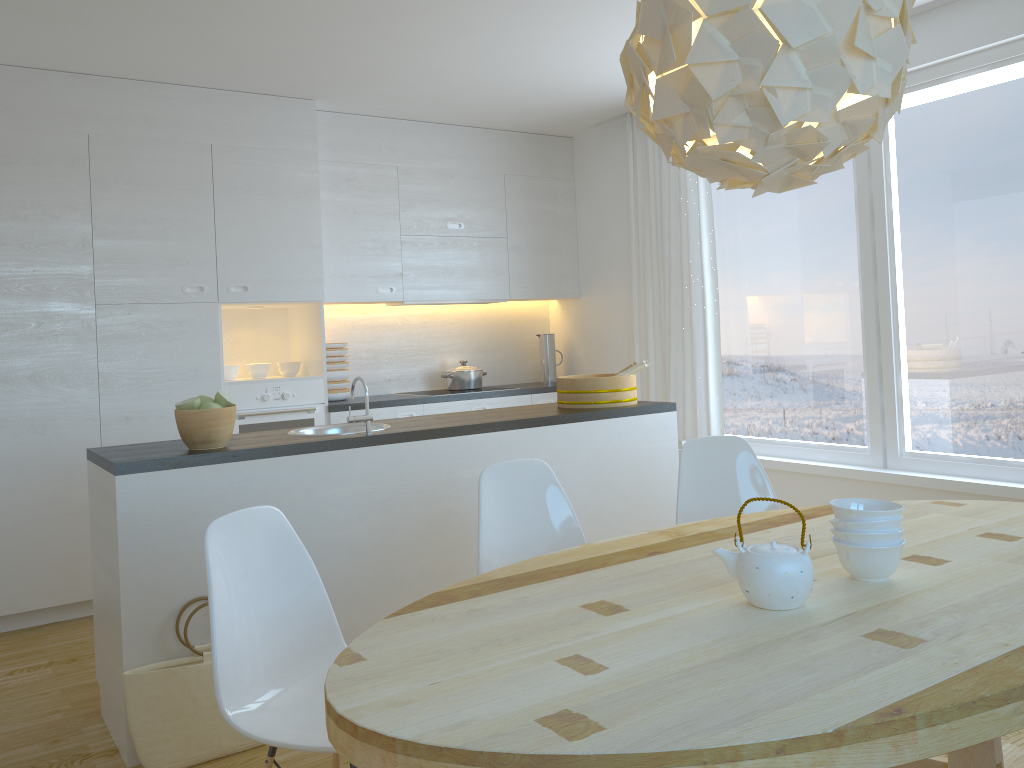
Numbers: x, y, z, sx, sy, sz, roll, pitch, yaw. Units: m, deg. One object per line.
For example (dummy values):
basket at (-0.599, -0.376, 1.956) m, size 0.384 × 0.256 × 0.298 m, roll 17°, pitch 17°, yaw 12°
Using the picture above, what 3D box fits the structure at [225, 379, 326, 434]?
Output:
structure at (-1.294, 0.289, 4.902) m, size 0.561 × 0.596 × 0.049 m, roll -3°, pitch 0°, yaw -33°

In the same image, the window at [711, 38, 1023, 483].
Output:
window at (1.853, -0.540, 4.452) m, size 0.088 × 1.918 × 2.724 m, roll -2°, pitch 1°, yaw -33°

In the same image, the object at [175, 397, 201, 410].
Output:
object at (-1.117, 0.080, 3.052) m, size 0.084 × 0.065 × 0.086 m, roll -3°, pitch 2°, yaw -21°

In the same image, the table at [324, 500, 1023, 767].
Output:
table at (0.666, 0.786, 1.942) m, size 2.193 × 0.725 × 1.192 m, roll -5°, pitch 3°, yaw -35°

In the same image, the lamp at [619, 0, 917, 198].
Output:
lamp at (0.559, -0.990, 2.018) m, size 0.640 × 1.135 × 0.646 m, roll -3°, pitch 0°, yaw -34°

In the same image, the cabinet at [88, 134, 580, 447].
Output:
cabinet at (-0.854, -0.209, 5.481) m, size 3.206 × 2.302 × 0.480 m, roll -4°, pitch 0°, yaw -33°

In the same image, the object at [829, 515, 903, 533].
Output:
object at (0.771, 0.330, 1.926) m, size 0.152 × 0.096 × 0.151 m, roll -3°, pitch 2°, yaw -17°

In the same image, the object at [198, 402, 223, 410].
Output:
object at (-1.040, 0.105, 3.068) m, size 0.081 × 0.085 × 0.098 m, roll -2°, pitch 1°, yaw 21°

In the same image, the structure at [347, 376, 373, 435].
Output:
structure at (-0.602, 0.081, 3.349) m, size 0.097 × 0.215 × 0.162 m, roll -3°, pitch 0°, yaw -33°

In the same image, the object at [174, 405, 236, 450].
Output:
object at (-1.067, 0.153, 3.090) m, size 0.204 × 0.142 × 0.206 m, roll -2°, pitch 2°, yaw 18°

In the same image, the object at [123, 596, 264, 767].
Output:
object at (-0.573, 0.933, 2.555) m, size 1.188 × 0.502 × 0.472 m, roll -1°, pitch 2°, yaw 34°

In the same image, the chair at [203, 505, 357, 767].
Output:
chair at (-0.401, 0.747, 2.011) m, size 0.522 × 0.902 × 0.430 m, roll -3°, pitch 0°, yaw 27°

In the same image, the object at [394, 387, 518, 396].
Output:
object at (-0.372, 0.052, 5.863) m, size 0.655 × 0.013 × 0.561 m, roll -5°, pitch 3°, yaw -33°

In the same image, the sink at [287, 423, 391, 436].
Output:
sink at (-0.685, 0.256, 3.536) m, size 0.404 × 0.157 × 0.404 m, roll -2°, pitch 2°, yaw 8°

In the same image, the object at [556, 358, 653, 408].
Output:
object at (0.424, -0.009, 4.187) m, size 0.430 × 0.214 × 0.379 m, roll -3°, pitch 2°, yaw -5°

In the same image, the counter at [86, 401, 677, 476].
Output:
counter at (-0.406, 0.182, 3.681) m, size 2.404 × 0.040 × 0.600 m, roll -5°, pitch 3°, yaw -33°

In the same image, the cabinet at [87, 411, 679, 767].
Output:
cabinet at (-0.384, 0.656, 3.675) m, size 2.404 × 0.910 × 0.600 m, roll -4°, pitch 1°, yaw -33°

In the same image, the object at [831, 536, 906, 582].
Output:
object at (0.774, 0.377, 1.919) m, size 0.152 × 0.082 × 0.152 m, roll -3°, pitch 2°, yaw 6°

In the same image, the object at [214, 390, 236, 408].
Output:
object at (-1.013, 0.056, 3.126) m, size 0.074 × 0.072 × 0.077 m, roll -3°, pitch 1°, yaw -8°

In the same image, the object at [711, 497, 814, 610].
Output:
object at (0.515, 0.332, 1.783) m, size 0.147 × 0.212 × 0.177 m, roll -3°, pitch 1°, yaw -34°

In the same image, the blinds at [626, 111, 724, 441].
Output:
blinds at (0.941, -0.731, 5.473) m, size 0.150 × 2.161 × 0.793 m, roll -2°, pitch 0°, yaw -34°

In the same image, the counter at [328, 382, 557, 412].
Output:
counter at (-0.372, 0.070, 5.858) m, size 2.004 × 0.040 × 0.600 m, roll -5°, pitch 3°, yaw -33°

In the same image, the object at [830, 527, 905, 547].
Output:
object at (0.773, 0.354, 1.923) m, size 0.152 × 0.093 × 0.151 m, roll -3°, pitch 2°, yaw 6°

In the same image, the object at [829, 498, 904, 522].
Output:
object at (0.772, 0.302, 1.925) m, size 0.152 × 0.087 × 0.152 m, roll -3°, pitch 2°, yaw -5°

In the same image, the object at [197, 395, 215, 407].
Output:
object at (-1.086, 0.088, 3.136) m, size 0.102 × 0.098 × 0.086 m, roll -3°, pitch 1°, yaw -12°

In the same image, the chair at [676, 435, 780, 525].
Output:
chair at (0.799, 0.644, 2.900) m, size 0.430 × 0.902 × 0.523 m, roll -3°, pitch 0°, yaw -13°
